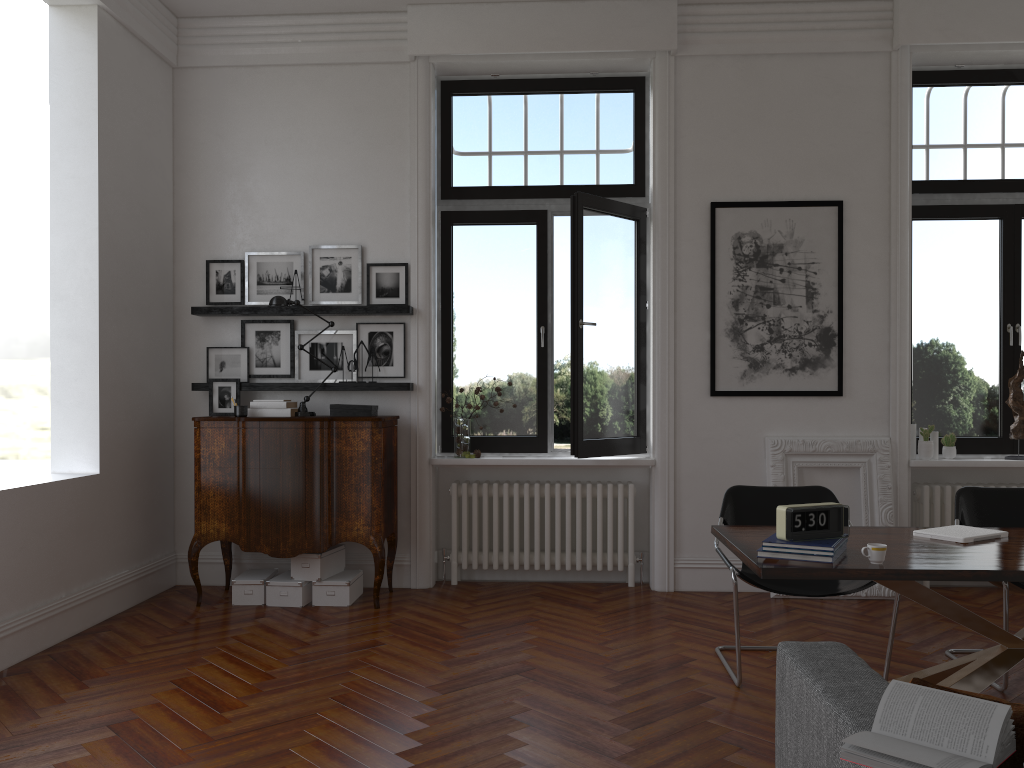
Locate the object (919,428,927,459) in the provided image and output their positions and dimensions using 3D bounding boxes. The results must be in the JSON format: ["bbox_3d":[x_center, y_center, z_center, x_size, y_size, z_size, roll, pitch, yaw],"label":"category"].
[{"bbox_3d":[2.837,0.410,6.118,0.051,0.213,0.051,0,1,38],"label":"object"}]

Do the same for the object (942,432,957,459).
[{"bbox_3d":[3.028,0.424,6.133,0.097,0.185,0.099,0,0,26],"label":"object"}]

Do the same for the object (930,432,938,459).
[{"bbox_3d":[2.901,0.423,6.091,0.051,0.188,0.051,0,1,38],"label":"object"}]

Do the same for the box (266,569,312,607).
[{"bbox_3d":[-1.421,1.347,5.827,0.245,0.177,0.394,0,-1,8],"label":"box"}]

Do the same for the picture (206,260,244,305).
[{"bbox_3d":[-2.013,-0.711,6.219,0.267,0.315,0.020,0,0,3],"label":"picture"}]

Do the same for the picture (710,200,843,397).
[{"bbox_3d":[1.794,-0.576,6.020,0.883,1.323,0.035,0,0,3],"label":"picture"}]

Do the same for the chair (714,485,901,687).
[{"bbox_3d":[1.375,0.963,4.304,0.752,0.872,0.745,0,0,3],"label":"chair"}]

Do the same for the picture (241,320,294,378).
[{"bbox_3d":[-1.710,-0.245,6.206,0.373,0.406,0.020,0,0,3],"label":"picture"}]

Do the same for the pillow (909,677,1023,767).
[{"bbox_3d":[1.092,0.799,1.834,0.470,0.397,0.330,0,0,40],"label":"pillow"}]

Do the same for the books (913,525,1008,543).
[{"bbox_3d":[1.883,0.629,3.719,0.325,0.026,0.231,0,-1,-32],"label":"books"}]

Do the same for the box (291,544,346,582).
[{"bbox_3d":[-1.274,1.172,5.847,0.209,0.177,0.394,0,-1,13],"label":"box"}]

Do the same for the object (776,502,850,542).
[{"bbox_3d":[1.117,0.511,3.285,0.275,0.125,0.082,0,0,-23],"label":"object"}]

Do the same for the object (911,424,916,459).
[{"bbox_3d":[2.772,0.398,6.142,0.051,0.238,0.051,0,1,38],"label":"object"}]

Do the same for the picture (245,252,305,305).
[{"bbox_3d":[-1.659,-0.738,6.199,0.415,0.367,0.020,0,0,3],"label":"picture"}]

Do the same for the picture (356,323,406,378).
[{"bbox_3d":[-0.912,-0.233,6.164,0.343,0.384,0.020,0,0,3],"label":"picture"}]

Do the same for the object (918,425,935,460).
[{"bbox_3d":[2.818,0.394,6.033,0.102,0.244,0.098,0,0,-19],"label":"object"}]

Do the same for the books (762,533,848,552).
[{"bbox_3d":[1.099,0.582,3.313,0.250,0.017,0.344,0,-1,28],"label":"books"}]

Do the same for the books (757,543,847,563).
[{"bbox_3d":[1.092,0.621,3.326,0.264,0.027,0.347,0,-1,28],"label":"books"}]

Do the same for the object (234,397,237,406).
[{"bbox_3d":[-1.768,0.144,5.706,0.046,0.139,0.010,0,0,0],"label":"object"}]

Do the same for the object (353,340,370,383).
[{"bbox_3d":[-1.036,-0.153,6.119,0.118,0.299,0.040,0,0,3],"label":"object"}]

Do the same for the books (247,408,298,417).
[{"bbox_3d":[-1.581,0.190,5.888,0.294,0.057,0.229,0,-1,3],"label":"books"}]

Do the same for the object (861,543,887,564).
[{"bbox_3d":[1.274,0.597,3.117,0.082,0.065,0.064,0,0,24],"label":"object"}]

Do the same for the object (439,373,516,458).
[{"bbox_3d":[-0.218,0.224,6.304,0.542,0.599,0.317,0,0,-26],"label":"object"}]

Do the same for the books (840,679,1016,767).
[{"bbox_3d":[0.799,0.662,1.697,0.278,0.096,0.225,1,-1,-45],"label":"books"}]

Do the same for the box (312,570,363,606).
[{"bbox_3d":[-1.143,1.347,5.842,0.245,0.177,0.394,0,-1,3],"label":"box"}]

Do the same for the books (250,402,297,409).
[{"bbox_3d":[-1.580,0.140,5.893,0.239,0.044,0.254,0,-1,3],"label":"books"}]

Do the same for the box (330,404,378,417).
[{"bbox_3d":[-1.056,0.178,5.940,0.282,0.086,0.208,0,-1,3],"label":"box"}]

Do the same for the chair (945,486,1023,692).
[{"bbox_3d":[2.550,0.962,4.239,0.752,0.872,0.745,0,0,3],"label":"chair"}]

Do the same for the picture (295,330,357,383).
[{"bbox_3d":[-1.297,-0.189,6.184,0.434,0.365,0.020,0,0,3],"label":"picture"}]

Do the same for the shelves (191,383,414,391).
[{"bbox_3d":[-1.443,0.020,6.126,1.515,0.055,0.156,0,-1,3],"label":"shelves"}]

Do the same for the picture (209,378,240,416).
[{"bbox_3d":[-1.966,0.091,6.066,0.213,0.257,0.020,0,0,3],"label":"picture"}]

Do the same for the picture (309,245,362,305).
[{"bbox_3d":[-1.229,-0.759,6.175,0.369,0.409,0.020,0,0,3],"label":"picture"}]

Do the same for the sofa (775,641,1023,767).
[{"bbox_3d":[2.032,0.995,1.851,2.645,0.829,1.262,0,0,3],"label":"sofa"}]

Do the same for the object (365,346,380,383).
[{"bbox_3d":[-0.965,-0.134,6.143,0.110,0.262,0.040,0,0,3],"label":"object"}]

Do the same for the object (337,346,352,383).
[{"bbox_3d":[-1.165,-0.134,6.118,0.124,0.260,0.040,0,0,3],"label":"object"}]

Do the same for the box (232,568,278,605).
[{"bbox_3d":[-1.697,1.348,5.873,0.209,0.177,0.394,0,-1,-2],"label":"box"}]

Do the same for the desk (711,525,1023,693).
[{"bbox_3d":[1.988,1.010,3.473,2.226,0.751,1.030,0,0,3],"label":"desk"}]

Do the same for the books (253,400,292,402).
[{"bbox_3d":[-1.584,0.111,5.871,0.200,0.014,0.179,0,-1,3],"label":"books"}]

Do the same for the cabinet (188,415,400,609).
[{"bbox_3d":[-1.411,0.823,5.835,1.266,1.218,0.640,0,0,3],"label":"cabinet"}]

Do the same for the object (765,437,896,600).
[{"bbox_3d":[2.133,0.890,5.921,0.830,1.062,0.233,0,0,3],"label":"object"}]

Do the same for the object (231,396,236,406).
[{"bbox_3d":[-1.776,0.137,5.682,0.050,0.119,0.010,0,0,6],"label":"object"}]

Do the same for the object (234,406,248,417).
[{"bbox_3d":[-1.739,0.178,5.689,0.091,0.077,0.091,0,0,-24],"label":"object"}]

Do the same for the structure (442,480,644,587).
[{"bbox_3d":[0.218,1.090,6.360,1.453,0.778,0.225,0,0,3],"label":"structure"}]

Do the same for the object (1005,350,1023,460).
[{"bbox_3d":[3.455,0.144,6.045,0.143,0.754,0.165,0,1,-45],"label":"object"}]

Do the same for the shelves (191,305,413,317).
[{"bbox_3d":[-1.443,-0.504,6.120,1.515,0.055,0.158,0,-1,3],"label":"shelves"}]

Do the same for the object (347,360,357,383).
[{"bbox_3d":[-1.098,-0.084,6.087,0.066,0.161,0.040,0,0,3],"label":"object"}]

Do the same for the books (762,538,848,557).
[{"bbox_3d":[1.099,0.598,3.313,0.250,0.017,0.344,0,-1,28],"label":"books"}]

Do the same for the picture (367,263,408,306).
[{"bbox_3d":[-0.864,-0.686,6.155,0.289,0.303,0.020,0,0,3],"label":"picture"}]

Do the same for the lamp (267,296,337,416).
[{"bbox_3d":[-1.399,-0.179,5.944,0.491,0.802,0.174,0,0,-32],"label":"lamp"}]

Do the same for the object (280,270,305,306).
[{"bbox_3d":[-1.519,-0.660,6.134,0.174,0.260,0.040,0,0,3],"label":"object"}]

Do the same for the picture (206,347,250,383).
[{"bbox_3d":[-1.985,-0.132,6.198,0.300,0.253,0.020,0,0,3],"label":"picture"}]

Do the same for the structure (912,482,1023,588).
[{"bbox_3d":[3.486,1.087,6.178,1.453,0.778,0.225,0,0,3],"label":"structure"}]
